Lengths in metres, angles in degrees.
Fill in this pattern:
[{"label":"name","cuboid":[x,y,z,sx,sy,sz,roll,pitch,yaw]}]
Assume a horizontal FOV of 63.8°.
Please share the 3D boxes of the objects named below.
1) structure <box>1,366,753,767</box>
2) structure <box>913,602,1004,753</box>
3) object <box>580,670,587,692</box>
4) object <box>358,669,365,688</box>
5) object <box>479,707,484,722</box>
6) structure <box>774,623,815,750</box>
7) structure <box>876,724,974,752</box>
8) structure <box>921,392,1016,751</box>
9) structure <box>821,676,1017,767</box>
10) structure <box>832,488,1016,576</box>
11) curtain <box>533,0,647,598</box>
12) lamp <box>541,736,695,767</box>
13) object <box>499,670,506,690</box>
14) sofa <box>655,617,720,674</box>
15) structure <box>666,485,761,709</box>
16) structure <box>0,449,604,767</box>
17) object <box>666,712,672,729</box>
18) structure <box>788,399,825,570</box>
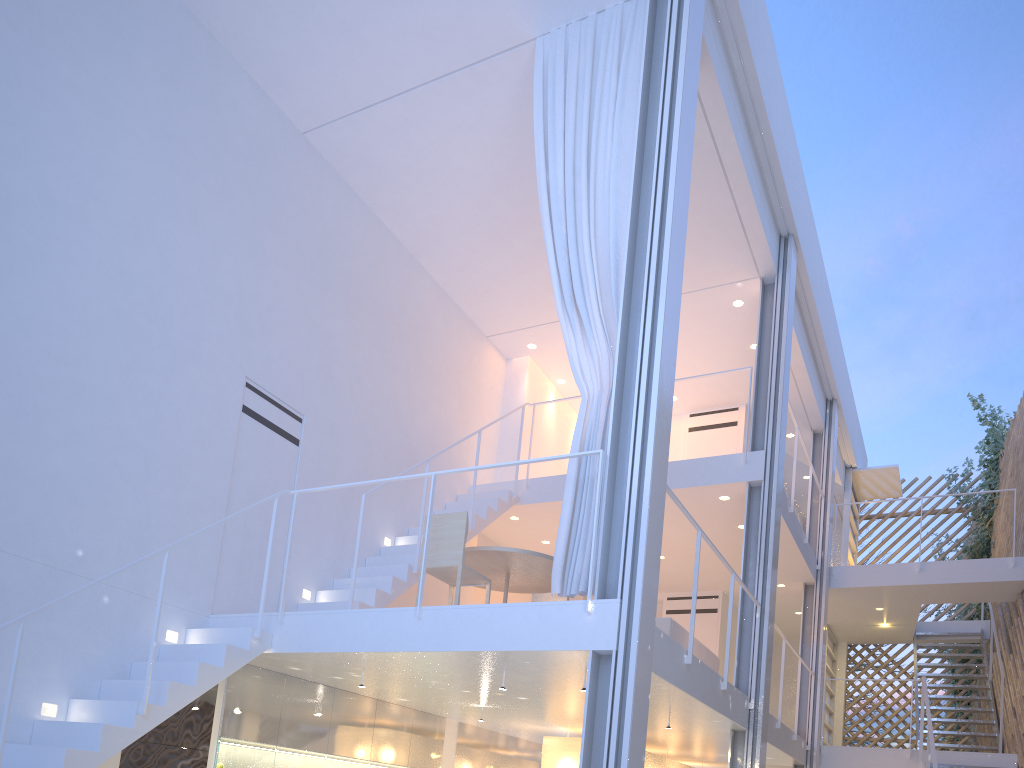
[{"label":"structure","cuboid":[-0.475,0.641,3.079,1.735,2.976,4.047,-1,-21,29]},{"label":"structure","cuboid":[3.539,2.173,6.590,0.535,1.702,1.387,2,-16,24]},{"label":"object","cuboid":[-0.112,1.990,4.094,1.687,0.732,2.051,-6,-28,25]},{"label":"object","cuboid":[-0.626,1.233,3.449,0.029,0.072,0.031,-3,-14,40]},{"label":"object","cuboid":[-0.157,1.731,4.317,0.029,0.072,0.031,-3,-14,40]},{"label":"structure","cuboid":[1.715,1.899,5.089,0.028,0.497,1.891,2,-25,29]},{"label":"structure","cuboid":[3.430,3.886,7.308,1.149,1.812,0.314,-2,-11,30]},{"label":"structure","cuboid":[4.454,2.714,7.987,1.114,4.081,3.641,1,-16,27]},{"label":"structure","cuboid":[2.372,2.470,4.752,1.184,1.760,2.180,0,-20,23]},{"label":"structure","cuboid":[2.884,1.060,5.808,1.154,0.512,0.029,-8,-13,29]},{"label":"curtain","cuboid":[0.212,-0.342,2.997,0.513,2.197,0.104,2,-8,27]},{"label":"lamp","cuboid":[0.898,2.840,5.793,0.451,0.379,2.562,-4,-28,27]},{"label":"object","cuboid":[-0.032,1.123,3.125,0.029,0.072,0.031,-3,-14,40]},{"label":"sofa","cuboid":[0.793,1.619,4.643,0.504,0.329,1.093,-5,-28,27]},{"label":"structure","cuboid":[0.844,0.972,3.476,0.028,0.497,1.888,2,-25,29]},{"label":"structure","cuboid":[-0.719,0.781,2.280,1.375,1.611,1.588,-3,-19,29]},{"label":"object","cuboid":[0.732,1.567,3.832,0.029,0.072,0.031,-3,-14,40]},{"label":"structure","cuboid":[1.844,0.660,5.243,0.028,0.497,1.891,2,-25,29]}]
